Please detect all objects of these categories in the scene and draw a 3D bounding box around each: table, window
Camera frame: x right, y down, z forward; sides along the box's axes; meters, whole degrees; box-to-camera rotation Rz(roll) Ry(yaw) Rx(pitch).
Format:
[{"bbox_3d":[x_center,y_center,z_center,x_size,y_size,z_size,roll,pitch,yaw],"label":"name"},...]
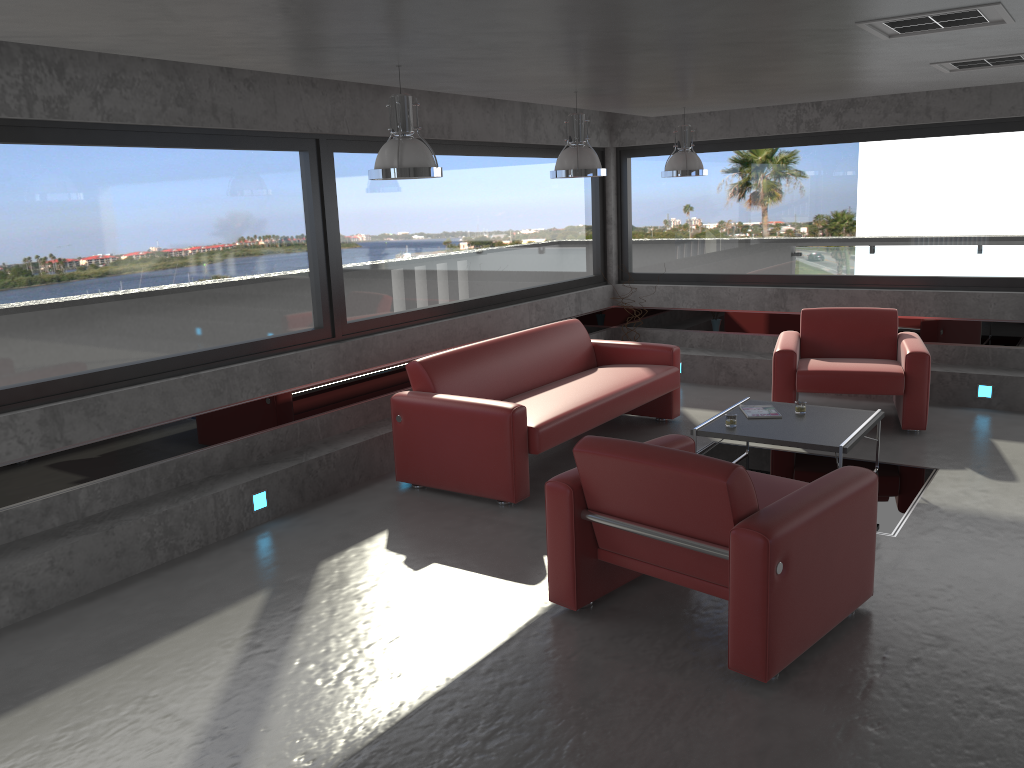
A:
[{"bbox_3d":[1.868,0.446,5.985,0.994,0.436,1.018,6,14,34],"label":"table"},{"bbox_3d":[-1.250,-1.110,6.688,0.003,1.364,7.800,6,14,34],"label":"window"},{"bbox_3d":[3.140,-1.706,8.660,4.583,1.364,0.003,6,14,34],"label":"window"}]

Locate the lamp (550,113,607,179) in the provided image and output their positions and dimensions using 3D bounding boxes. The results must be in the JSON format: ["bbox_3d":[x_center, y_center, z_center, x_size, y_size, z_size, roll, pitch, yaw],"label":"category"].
[{"bbox_3d":[0.447,-1.629,6.058,0.389,0.422,0.388,6,14,34],"label":"lamp"}]

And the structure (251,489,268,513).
[{"bbox_3d":[-1.593,0.739,5.605,0.004,0.123,0.123,6,14,34],"label":"structure"}]

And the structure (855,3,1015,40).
[{"bbox_3d":[1.884,-1.719,3.923,0.563,0.240,0.563,6,14,34],"label":"structure"}]

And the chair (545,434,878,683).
[{"bbox_3d":[0.956,0.605,4.192,1.196,0.854,1.130,9,16,44],"label":"chair"}]

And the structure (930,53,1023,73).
[{"bbox_3d":[2.889,-2.062,5.363,0.563,0.240,0.563,6,14,34],"label":"structure"}]

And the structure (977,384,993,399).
[{"bbox_3d":[4.101,0.064,7.691,0.123,0.123,0.004,6,14,34],"label":"structure"}]

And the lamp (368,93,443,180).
[{"bbox_3d":[-0.564,-1.285,4.609,0.389,0.422,0.388,6,14,34],"label":"lamp"}]

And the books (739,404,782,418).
[{"bbox_3d":[1.733,0.188,6.191,0.228,0.022,0.326,-1,12,5],"label":"books"}]

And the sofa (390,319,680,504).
[{"bbox_3d":[0.340,0.067,6.901,1.120,0.854,2.626,6,14,34],"label":"sofa"}]

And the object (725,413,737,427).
[{"bbox_3d":[1.449,0.240,5.863,0.079,0.077,0.079,1,12,17],"label":"object"}]

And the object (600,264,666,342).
[{"bbox_3d":[1.166,-0.542,8.771,0.466,1.289,0.531,-13,16,-42],"label":"object"}]

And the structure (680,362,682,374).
[{"bbox_3d":[1.726,-0.169,9.293,0.123,0.123,0.004,6,14,34],"label":"structure"}]

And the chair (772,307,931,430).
[{"bbox_3d":[2.844,-0.165,7.504,1.196,0.854,1.130,2,12,19],"label":"chair"}]

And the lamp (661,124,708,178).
[{"bbox_3d":[1.458,-1.973,7.506,0.388,0.422,0.389,3,13,23],"label":"lamp"}]

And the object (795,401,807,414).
[{"bbox_3d":[1.993,0.163,6.124,0.079,0.077,0.079,8,16,42],"label":"object"}]
